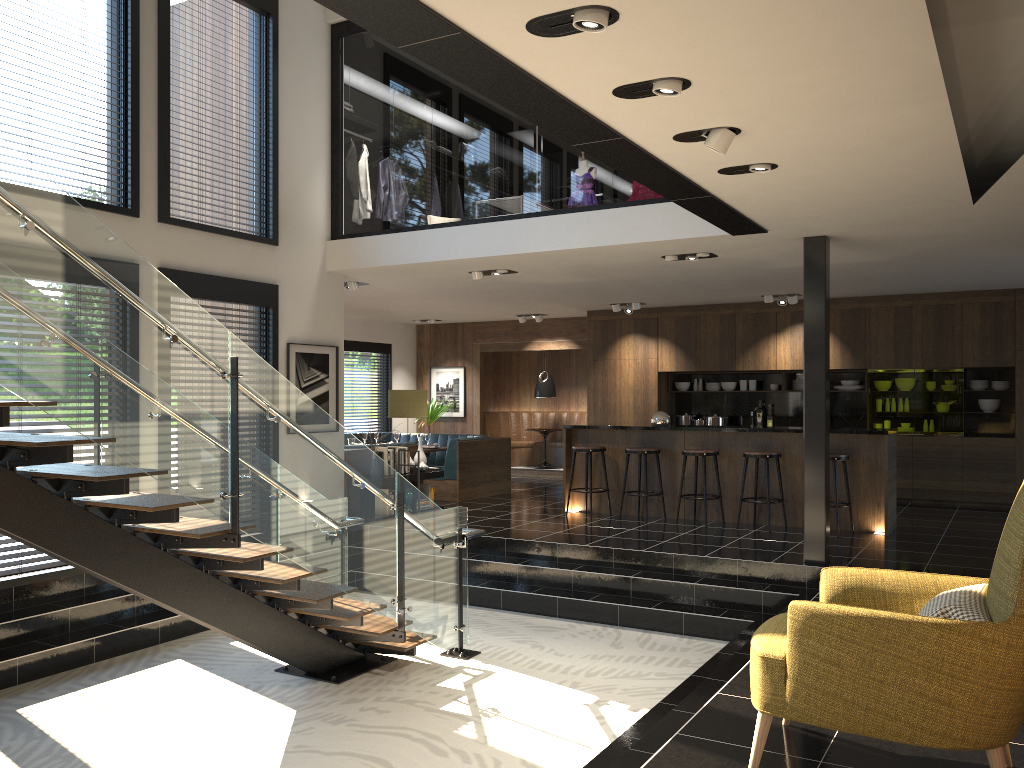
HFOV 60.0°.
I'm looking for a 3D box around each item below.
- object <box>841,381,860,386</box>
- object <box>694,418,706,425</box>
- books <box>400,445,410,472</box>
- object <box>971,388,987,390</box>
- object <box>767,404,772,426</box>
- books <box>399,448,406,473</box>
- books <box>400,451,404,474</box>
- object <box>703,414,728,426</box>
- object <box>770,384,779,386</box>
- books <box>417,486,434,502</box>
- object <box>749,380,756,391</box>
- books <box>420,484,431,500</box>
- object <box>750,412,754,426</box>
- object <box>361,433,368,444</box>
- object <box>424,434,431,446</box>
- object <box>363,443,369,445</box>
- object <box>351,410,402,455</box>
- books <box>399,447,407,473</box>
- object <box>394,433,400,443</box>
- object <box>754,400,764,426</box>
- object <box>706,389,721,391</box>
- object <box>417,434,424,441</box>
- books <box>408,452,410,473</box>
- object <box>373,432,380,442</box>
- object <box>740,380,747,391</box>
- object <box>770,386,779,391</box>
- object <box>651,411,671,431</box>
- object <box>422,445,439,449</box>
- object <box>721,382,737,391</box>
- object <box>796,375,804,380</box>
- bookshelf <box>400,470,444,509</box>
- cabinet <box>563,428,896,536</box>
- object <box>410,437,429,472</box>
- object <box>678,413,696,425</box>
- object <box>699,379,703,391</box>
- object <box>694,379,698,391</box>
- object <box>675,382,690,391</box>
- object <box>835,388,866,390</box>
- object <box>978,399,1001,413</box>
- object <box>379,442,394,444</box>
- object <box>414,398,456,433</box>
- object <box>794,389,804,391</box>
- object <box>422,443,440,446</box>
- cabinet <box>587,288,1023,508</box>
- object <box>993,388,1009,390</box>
[{"bbox_3d":[4.713,-0.001,12.350,0.254,0.088,0.254,0,-1,-35],"label":"object"},{"bbox_3d":[2.808,0.577,13.187,0.210,0.143,0.195,0,-1,-12],"label":"object"},{"bbox_3d":[-1.238,0.863,10.267,0.131,0.307,0.022,0,0,30],"label":"books"},{"bbox_3d":[6.084,0.066,11.552,0.220,0.033,0.220,-1,-1,39],"label":"object"},{"bbox_3d":[3.775,0.494,12.986,0.077,0.395,0.077,0,0,-18],"label":"object"},{"bbox_3d":[-1.282,0.875,10.144,0.154,0.280,0.028,0,0,30],"label":"books"},{"bbox_3d":[-1.315,0.887,10.094,0.194,0.255,0.034,0,0,30],"label":"books"},{"bbox_3d":[2.975,0.545,12.958,0.300,0.218,0.278,0,-1,-27],"label":"object"},{"bbox_3d":[3.809,0.040,12.862,0.122,0.072,0.122,0,-1,-35],"label":"object"},{"bbox_3d":[-1.027,1.333,10.517,0.231,0.232,0.037,0,0,30],"label":"books"},{"bbox_3d":[3.527,0.022,12.996,0.109,0.161,0.109,0,0,42],"label":"object"},{"bbox_3d":[-1.033,1.317,10.484,0.156,0.263,0.026,0,0,30],"label":"books"},{"bbox_3d":[3.544,0.550,13.104,0.058,0.287,0.058,0,0,43],"label":"object"},{"bbox_3d":[-2.095,0.792,12.604,0.098,0.192,0.098,0,0,27],"label":"object"},{"bbox_3d":[-1.178,0.789,12.370,0.098,0.192,0.098,0,0,27],"label":"object"},{"bbox_3d":[-2.216,0.864,12.708,0.269,0.051,0.324,0,-1,33],"label":"object"},{"bbox_3d":[-1.480,0.644,9.695,0.607,0.744,0.406,0,0,-10],"label":"object"},{"bbox_3d":[-1.274,0.868,10.170,0.177,0.294,0.025,0,0,30],"label":"books"},{"bbox_3d":[-1.639,0.793,12.639,0.098,0.192,0.098,0,0,27],"label":"object"},{"bbox_3d":[3.633,0.467,13.058,0.133,0.451,0.116,0,0,30],"label":"object"},{"bbox_3d":[3.021,0.094,13.302,0.220,0.033,0.220,0,-1,26],"label":"object"},{"bbox_3d":[-1.256,0.786,12.177,0.098,0.192,0.098,0,0,27],"label":"object"},{"bbox_3d":[-1.250,0.891,10.186,0.162,0.250,0.028,0,0,30],"label":"books"},{"bbox_3d":[-1.961,0.795,12.818,0.098,0.192,0.098,0,0,27],"label":"object"},{"bbox_3d":[3.410,0.023,13.062,0.109,0.161,0.109,0,0,12],"label":"object"},{"bbox_3d":[3.809,0.064,12.862,0.122,0.072,0.122,0,-1,-35],"label":"object"},{"bbox_3d":[1.690,0.422,10.064,0.227,0.228,0.227,0,0,-10],"label":"object"},{"bbox_3d":[-1.109,0.856,12.108,0.269,0.051,0.324,0,-1,33],"label":"object"},{"bbox_3d":[3.228,0.043,13.194,0.234,0.138,0.234,0,-1,-41],"label":"object"},{"bbox_3d":[4.167,-0.085,12.738,0.168,0.087,0.168,1,-1,-41],"label":"object"},{"bbox_3d":[-1.285,1.272,10.078,0.356,0.500,1.304,0,-1,30],"label":"bookshelf"},{"bbox_3d":[2.325,1.016,9.914,3.564,0.994,0.698,0,0,30],"label":"cabinet"},{"bbox_3d":[-1.125,0.828,10.475,0.319,0.398,0.316,0,0,6],"label":"object"},{"bbox_3d":[2.631,0.542,13.393,0.255,0.218,0.236,0,0,-12],"label":"object"},{"bbox_3d":[2.852,0.014,13.408,0.060,0.185,0.060,0,0,-2],"label":"object"},{"bbox_3d":[2.786,0.014,13.445,0.060,0.185,0.060,0,0,-29],"label":"object"},{"bbox_3d":[2.607,0.045,13.548,0.234,0.138,0.234,0,-1,33],"label":"object"},{"bbox_3d":[4.715,0.074,12.347,0.438,0.039,0.438,0,-1,-24],"label":"object"},{"bbox_3d":[6.193,0.285,11.501,0.264,0.170,0.264,0,-1,4],"label":"object"},{"bbox_3d":[-1.840,0.867,12.906,0.324,0.051,0.269,0,-1,33],"label":"object"},{"bbox_3d":[-1.344,0.891,15.540,0.818,1.382,0.955,0,0,-13],"label":"object"},{"bbox_3d":[4.170,0.085,12.737,0.269,0.024,0.269,0,-1,-22],"label":"object"},{"bbox_3d":[-1.164,0.862,12.531,0.324,0.051,0.269,0,-1,33],"label":"object"},{"bbox_3d":[4.366,0.199,12.354,6.892,2.690,0.869,0,0,30],"label":"cabinet"},{"bbox_3d":[6.305,0.064,11.426,0.220,0.033,0.220,0,-1,13],"label":"object"}]
